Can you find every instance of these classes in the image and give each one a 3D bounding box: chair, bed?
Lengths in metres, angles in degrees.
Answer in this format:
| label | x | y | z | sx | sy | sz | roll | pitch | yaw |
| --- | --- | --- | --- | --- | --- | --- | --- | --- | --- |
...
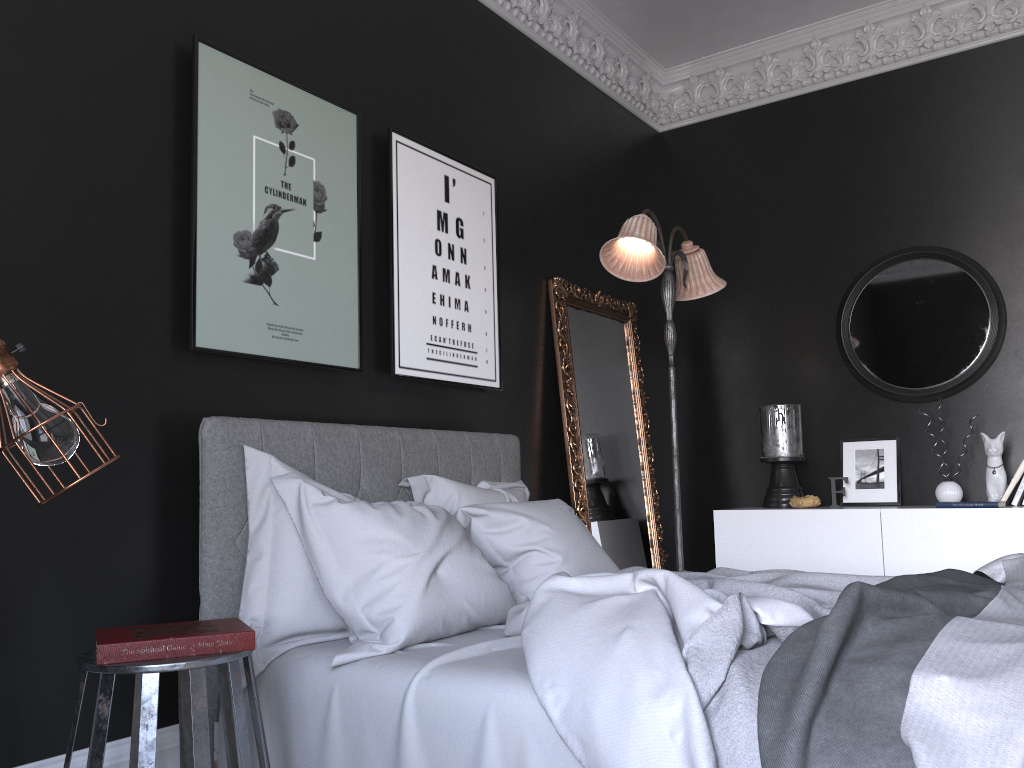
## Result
| label | x | y | z | sx | sy | sz | roll | pitch | yaw |
| --- | --- | --- | --- | --- | --- | --- | --- | --- | --- |
| chair | -0.832 | 0.984 | 2.141 | 0.613 | 0.671 | 0.614 | 0 | -6 | -11 |
| bed | 0.705 | 0.680 | 2.593 | 3.285 | 1.296 | 2.770 | -4 | -7 | 23 |

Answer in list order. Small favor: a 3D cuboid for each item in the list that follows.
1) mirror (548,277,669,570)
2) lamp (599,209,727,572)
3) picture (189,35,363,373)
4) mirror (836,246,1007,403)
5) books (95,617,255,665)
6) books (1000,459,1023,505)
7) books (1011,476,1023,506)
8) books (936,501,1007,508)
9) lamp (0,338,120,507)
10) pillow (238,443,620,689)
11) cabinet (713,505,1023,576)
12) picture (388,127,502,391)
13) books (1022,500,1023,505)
| label | x | y | z | sx | sy | sz | roll | pitch | yaw |
| --- | --- | --- | --- | --- | --- | --- | --- | --- | --- |
| mirror | 0.605 | 0.528 | 5.097 | 0.254 | 2.188 | 0.992 | -5 | -7 | 34 |
| lamp | 0.829 | 0.336 | 4.502 | 0.986 | 2.406 | 0.774 | 1 | -6 | -23 |
| picture | -0.839 | -0.613 | 3.273 | 0.014 | 1.076 | 0.792 | -5 | -7 | 34 |
| mirror | 2.381 | -0.354 | 5.213 | 0.925 | 0.922 | 0.061 | -6 | -7 | 34 |
| books | -0.834 | 0.629 | 2.185 | 0.346 | 0.045 | 0.276 | 2 | -7 | -26 |
| books | 2.651 | 0.516 | 4.665 | 0.159 | 0.246 | 0.203 | -5 | -7 | 34 |
| books | 2.703 | 0.516 | 4.666 | 0.132 | 0.244 | 0.195 | -5 | -7 | 34 |
| books | 2.348 | 0.617 | 4.533 | 0.290 | 0.030 | 0.193 | -7 | -9 | 40 |
| lamp | -1.573 | 0.356 | 1.412 | 1.718 | 1.775 | 0.438 | 0 | -6 | -17 |
| pillow | -0.183 | 0.597 | 3.284 | 0.681 | 0.758 | 1.832 | -6 | -8 | 34 |
| cabinet | 2.339 | 1.096 | 4.713 | 2.398 | 0.880 | 0.571 | -6 | -7 | 34 |
| picture | -0.290 | -0.533 | 4.070 | 0.014 | 1.076 | 0.792 | -5 | -7 | 34 |
| books | 2.741 | 0.486 | 4.640 | 0.127 | 0.295 | 0.220 | -5 | -7 | 34 |
